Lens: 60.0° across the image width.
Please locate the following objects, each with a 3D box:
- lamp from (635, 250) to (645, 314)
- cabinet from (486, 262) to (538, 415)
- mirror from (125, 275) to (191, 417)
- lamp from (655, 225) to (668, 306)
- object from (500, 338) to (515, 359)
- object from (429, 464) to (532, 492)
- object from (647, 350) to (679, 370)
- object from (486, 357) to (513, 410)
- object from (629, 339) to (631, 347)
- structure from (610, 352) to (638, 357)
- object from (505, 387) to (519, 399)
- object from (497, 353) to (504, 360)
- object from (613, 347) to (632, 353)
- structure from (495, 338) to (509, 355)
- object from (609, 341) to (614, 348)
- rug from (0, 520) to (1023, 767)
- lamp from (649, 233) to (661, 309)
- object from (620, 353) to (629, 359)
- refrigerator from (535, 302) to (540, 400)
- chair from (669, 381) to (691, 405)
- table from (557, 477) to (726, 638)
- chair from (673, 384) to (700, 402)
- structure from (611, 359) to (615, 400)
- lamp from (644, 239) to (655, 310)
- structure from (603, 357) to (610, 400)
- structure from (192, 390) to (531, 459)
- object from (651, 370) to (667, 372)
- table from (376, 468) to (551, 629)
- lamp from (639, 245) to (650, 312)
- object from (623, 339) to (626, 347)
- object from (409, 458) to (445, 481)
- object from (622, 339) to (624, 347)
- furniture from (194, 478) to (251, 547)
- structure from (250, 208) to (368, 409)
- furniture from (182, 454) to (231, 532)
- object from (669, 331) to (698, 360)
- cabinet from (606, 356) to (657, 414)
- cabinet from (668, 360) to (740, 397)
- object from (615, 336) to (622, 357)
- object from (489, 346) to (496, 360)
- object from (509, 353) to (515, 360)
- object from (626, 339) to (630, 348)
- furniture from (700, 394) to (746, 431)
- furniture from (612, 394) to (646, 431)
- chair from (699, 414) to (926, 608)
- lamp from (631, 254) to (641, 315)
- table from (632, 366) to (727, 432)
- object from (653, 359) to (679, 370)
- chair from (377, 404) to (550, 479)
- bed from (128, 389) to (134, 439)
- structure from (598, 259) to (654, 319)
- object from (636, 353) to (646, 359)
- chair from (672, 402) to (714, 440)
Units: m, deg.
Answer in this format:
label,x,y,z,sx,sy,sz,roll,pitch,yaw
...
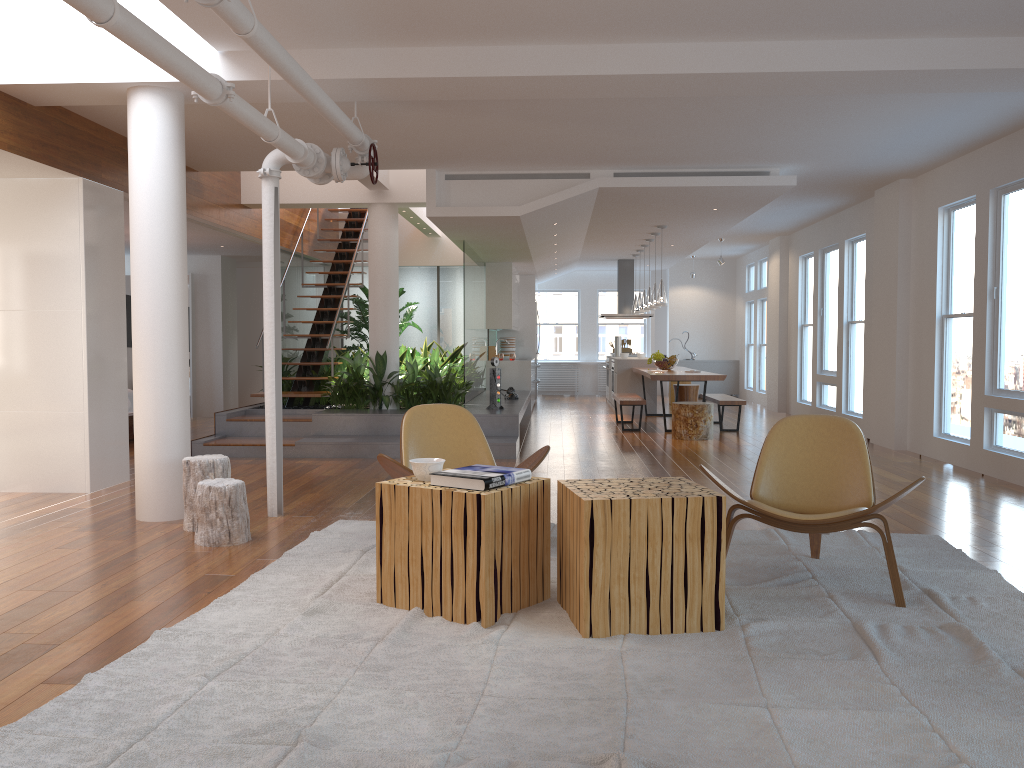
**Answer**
label,x,y,z,sx,sy,sz,roll,pitch,yaw
lamp,2.006,-1.637,13.899,0.160,1.060,0.160,2,3,30
cabinet,0.062,-0.767,15.437,0.676,2.280,4.565,0,3,3
mirror,-5.281,-0.548,12.829,1.267,2.044,0.049,0,3,3
lamp,1.861,-1.499,11.014,0.160,1.060,0.160,2,3,30
object,-0.076,-0.605,15.000,0.267,0.356,0.266,1,3,29
object,-0.127,0.383,3.640,0.279,0.048,0.334,2,3,34
object,2.113,-0.334,12.358,0.394,0.284,0.292,-2,3,-33
object,-0.124,-0.006,9.511,0.318,0.565,0.134,2,4,39
object,2.143,-0.666,16.124,0.057,0.294,0.030,0,3,3
structure,1.999,-0.522,15.681,0.520,0.073,0.650,0,3,3
object,-0.022,0.113,11.232,0.216,0.155,0.181,-2,3,-32
object,-0.174,-0.411,13.441,0.094,0.106,0.094,0,3,9
object,2.007,-0.587,16.124,0.353,0.157,0.084,0,3,3
structure,-0.160,-0.483,14.455,0.248,0.536,0.115,0,3,3
object,1.853,-0.650,16.136,0.199,0.259,0.016,1,3,13
rug,0.444,0.903,3.528,3.525,0.057,3.478,0,3,7
lamp,1.897,-1.533,11.735,0.160,1.060,0.160,2,3,30
object,1.753,-0.438,13.817,0.152,0.082,0.152,2,4,42
refrigerator,0.154,-0.587,16.185,0.725,1.772,0.908,0,3,3
chair,2.921,0.141,15.436,0.344,0.430,0.549,0,3,7
table,0.497,0.678,3.538,0.548,0.534,0.489,0,3,-9
chair,2.604,0.240,13.237,0.396,0.455,0.402,0,3,-7
structure,1.638,-0.072,14.294,0.072,0.648,0.644,0,3,3
lamp,1.934,-1.568,12.457,0.160,1.060,0.160,2,3,30
structure,1.956,-0.096,15.692,0.649,0.735,0.890,0,3,3
structure,-1.363,0.389,11.137,3.088,0.386,5.584,0,3,3
object,1.891,-0.161,11.386,0.222,0.020,0.222,3,4,43
table,-0.199,0.670,3.721,0.548,0.534,0.489,2,3,33
lamp,1.970,-1.603,13.178,0.160,1.060,0.160,2,3,30
object,2.042,-0.666,16.108,0.057,0.299,0.019,0,3,3
object,-0.356,0.362,3.734,0.152,0.082,0.152,-2,3,-36
object,2.008,-0.667,16.130,0.061,0.299,0.040,0,3,0
furniture,-1.594,0.701,4.887,0.294,0.333,0.292,-1,3,-27
structure,-1.543,-1.727,11.708,2.552,4.265,4.591,0,3,3
furniture,-1.796,0.642,5.249,0.290,0.418,0.298,-2,3,-34
object,3.358,-0.748,17.293,0.590,0.563,0.210,-1,3,-26
cabinet,1.951,-0.027,14.785,0.597,0.832,2.936,0,3,3
cabinet,3.745,-0.106,17.349,1.309,0.725,0.420,0,3,3
object,1.833,-0.642,15.224,0.172,0.356,0.120,-2,4,-39
object,-0.302,-0.478,13.716,0.104,0.222,0.200,0,3,3
object,0.005,-0.408,13.385,0.094,0.106,0.094,0,3,9
object,2.106,-0.665,16.108,0.068,0.298,0.039,0,3,3
furniture,2.687,0.361,11.358,0.316,0.389,1.433,0,3,3
furniture,1.495,0.359,11.417,0.316,0.389,1.433,0,3,3
chair,1.388,0.547,3.973,0.867,0.752,0.856,-2,3,-37
lamp,2.042,-1.672,14.621,0.160,1.060,0.160,2,3,30
table,2.215,0.104,13.378,0.893,0.704,5.996,0,3,3
object,2.138,-0.270,12.346,0.360,0.159,0.360,-2,3,-34
chair,-0.225,0.510,4.772,0.856,0.752,0.867,0,3,8
bed,-5.346,0.331,9.955,2.314,0.595,2.207,0,3,3
structure,1.999,-1.850,15.589,0.909,1.405,0.900,0,3,3
object,1.996,-0.431,13.681,0.152,0.082,0.152,-2,3,-36
chair,2.047,0.415,10.050,0.460,0.400,0.460,1,3,13
